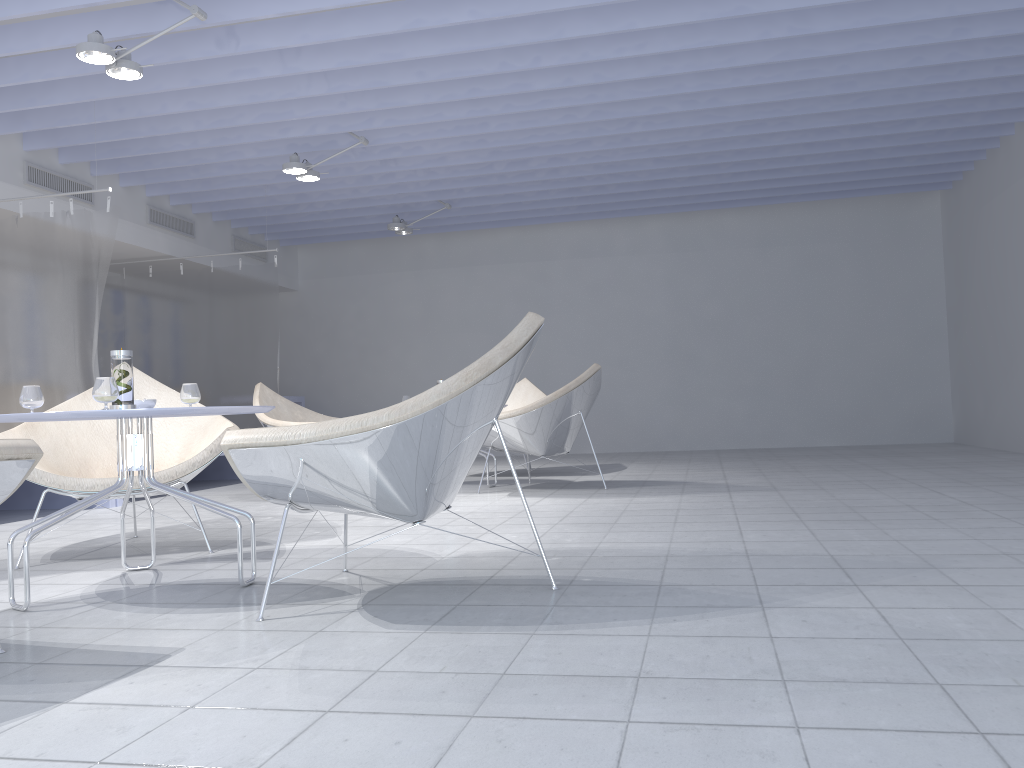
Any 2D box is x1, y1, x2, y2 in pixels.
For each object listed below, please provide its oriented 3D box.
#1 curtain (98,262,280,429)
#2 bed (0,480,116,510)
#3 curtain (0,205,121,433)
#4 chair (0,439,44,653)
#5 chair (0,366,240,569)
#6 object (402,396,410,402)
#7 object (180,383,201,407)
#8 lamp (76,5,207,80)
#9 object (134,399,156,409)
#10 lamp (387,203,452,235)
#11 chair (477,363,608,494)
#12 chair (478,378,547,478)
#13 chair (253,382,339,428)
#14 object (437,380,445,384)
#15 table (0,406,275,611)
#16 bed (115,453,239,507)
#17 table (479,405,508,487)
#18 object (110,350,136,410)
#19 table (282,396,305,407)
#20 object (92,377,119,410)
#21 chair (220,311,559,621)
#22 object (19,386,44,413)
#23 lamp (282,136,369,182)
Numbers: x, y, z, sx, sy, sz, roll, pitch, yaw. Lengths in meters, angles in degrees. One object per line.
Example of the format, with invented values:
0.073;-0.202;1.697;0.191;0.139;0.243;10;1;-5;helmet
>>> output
-2.971;-0.234;7.862;1.998;1.559;0.125;-3;-2;11;curtain
-3.662;0.567;4.594;2.022;0.422;2.200;-3;-2;12;bed
-3.401;-0.305;5.685;2.050;1.552;0.151;-3;-2;12;curtain
-1.577;0.226;1.789;0.906;0.759;0.753;-3;-2;23;chair
-1.564;0.281;3.578;0.906;0.759;0.753;-2;-2;-18;chair
-0.726;0.126;6.100;0.068;0.091;0.068;-2;-2;2;object
-1.090;0.044;3.005;0.068;0.091;0.068;-4;-2;41;object
-1.747;-1.659;4.257;0.587;0.218;0.380;-3;-2;12;lamp
-1.244;0.074;2.995;0.082;0.043;0.082;-2;-2;-20;object
-0.859;-1.567;8.363;0.587;0.218;0.380;-3;-2;12;lamp
0.231;0.269;5.501;0.753;0.759;0.906;-3;-2;30;chair
-0.024;0.324;6.933;0.906;0.759;0.753;-3;-2;27;chair
-1.407;0.351;6.022;0.753;0.759;0.906;-3;-2;16;chair
-0.477;0.067;6.016;0.075;0.185;0.075;-1;-2;-25;object
-1.138;0.350;2.700;0.825;0.534;0.823;-2;-2;3;table
-3.180;0.613;6.750;2.016;0.427;2.200;-3;-2;12;bed
-0.429;0.423;5.974;0.825;0.534;0.823;-2;-2;-11;table
-1.183;-0.010;2.694;0.075;0.189;0.075;-2;-2;4;object
-2.625;0.362;9.434;0.416;0.450;1.065;-3;-2;12;table
-1.116;0.027;2.435;0.068;0.091;0.068;-4;-2;35;object
-0.260;0.194;2.467;0.753;0.759;0.906;-3;-2;8;chair
-1.478;0.051;2.729;0.068;0.091;0.068;-2;-2;5;object
-1.305;-1.613;6.299;0.587;0.218;0.380;-3;-2;12;lamp
